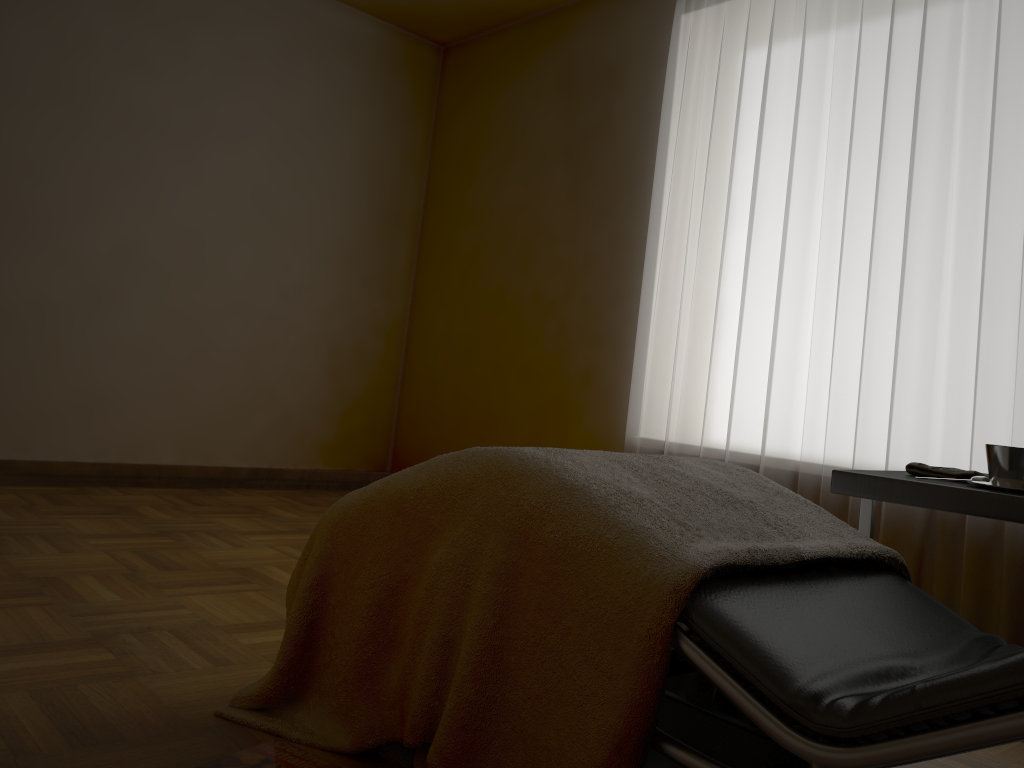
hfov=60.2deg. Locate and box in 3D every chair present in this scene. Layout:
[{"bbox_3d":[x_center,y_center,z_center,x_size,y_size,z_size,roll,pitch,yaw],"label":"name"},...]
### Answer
[{"bbox_3d":[0.466,0.258,1.145,0.630,0.803,1.792,10,-3,-42],"label":"chair"}]

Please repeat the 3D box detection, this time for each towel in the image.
[{"bbox_3d":[0.945,0.192,1.819,0.239,0.035,0.179,7,-1,-38],"label":"towel"}]

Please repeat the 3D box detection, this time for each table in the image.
[{"bbox_3d":[0.950,0.223,1.693,0.500,0.045,0.513,6,-1,39],"label":"table"}]

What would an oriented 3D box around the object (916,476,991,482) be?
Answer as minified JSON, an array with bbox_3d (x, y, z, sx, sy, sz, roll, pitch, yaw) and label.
[{"bbox_3d":[0.802,0.171,1.609,0.124,0.020,0.029,6,-2,17],"label":"object"}]

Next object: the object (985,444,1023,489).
[{"bbox_3d":[0.909,0.154,1.587,0.097,0.079,0.111,9,-3,-40],"label":"object"}]

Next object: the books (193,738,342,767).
[{"bbox_3d":[-0.322,0.501,1.124,0.124,0.018,0.171,6,-1,33],"label":"books"}]

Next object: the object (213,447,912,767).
[{"bbox_3d":[0.109,0.372,1.535,0.910,0.524,0.910,8,-3,-41],"label":"object"}]

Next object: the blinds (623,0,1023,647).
[{"bbox_3d":[1.251,-0.424,2.728,0.092,2.309,2.199,12,-6,-42],"label":"blinds"}]

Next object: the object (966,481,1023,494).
[{"bbox_3d":[0.901,0.189,1.589,0.149,0.009,0.150,7,-1,-36],"label":"object"}]
